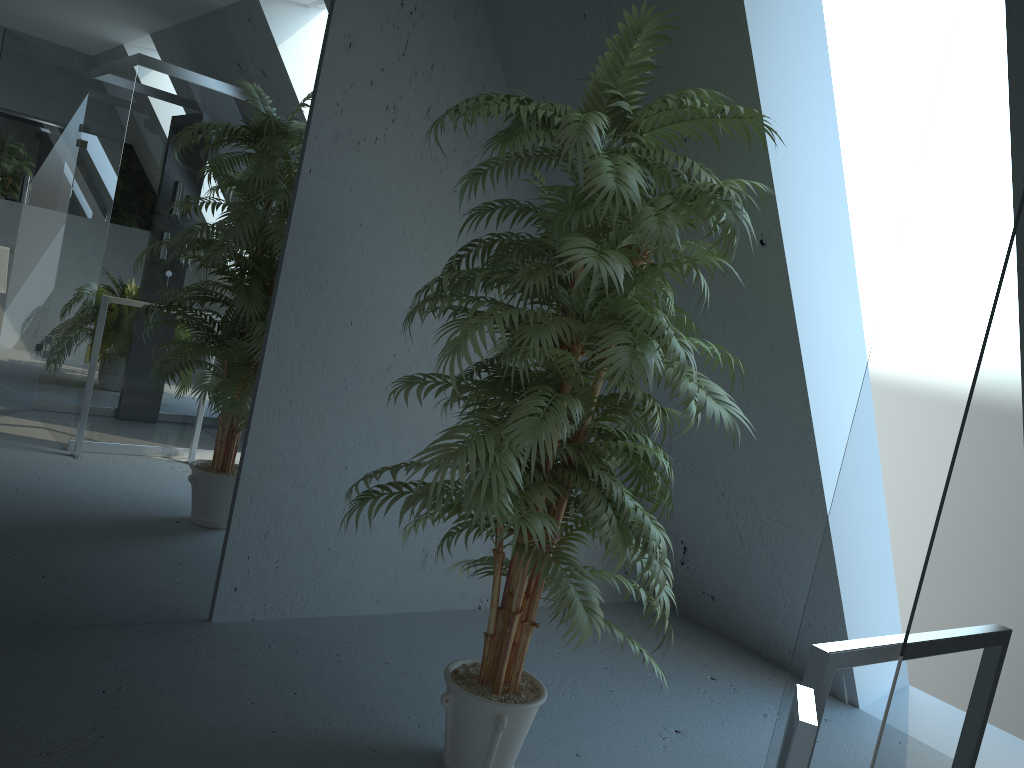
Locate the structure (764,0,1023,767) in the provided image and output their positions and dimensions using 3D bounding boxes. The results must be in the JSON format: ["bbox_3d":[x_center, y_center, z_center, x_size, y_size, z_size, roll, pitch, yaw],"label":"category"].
[{"bbox_3d":[1.049,0.336,1.050,1.835,2.114,1.184,9,6,-39],"label":"structure"}]

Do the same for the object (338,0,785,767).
[{"bbox_3d":[0.133,0.065,2.340,0.980,2.034,1.020,13,5,9],"label":"object"}]
